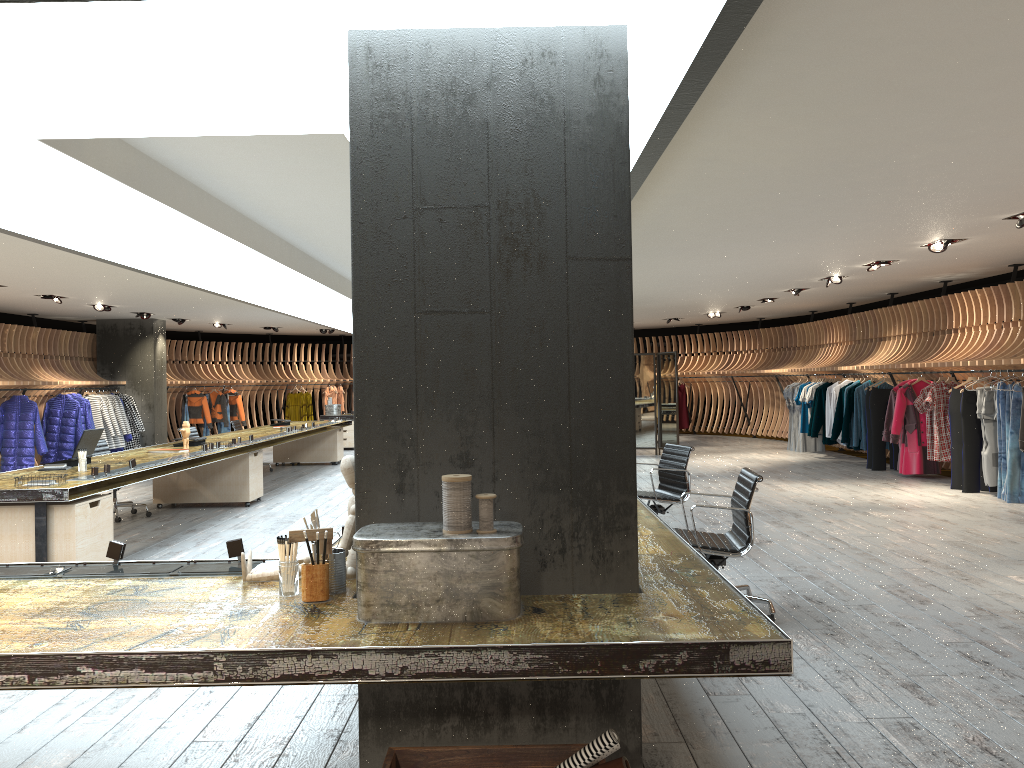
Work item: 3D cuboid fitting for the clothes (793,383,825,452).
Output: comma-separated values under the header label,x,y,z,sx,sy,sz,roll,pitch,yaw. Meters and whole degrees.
label,x,y,z,sx,sy,sz,roll,pitch,yaw
clothes,5.560,0.687,16.562,0.677,1.435,0.203,-1,-1,-15

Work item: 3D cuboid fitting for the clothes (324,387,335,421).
label,x,y,z,sx,sy,sz,roll,pitch,yaw
clothes,-4.751,0.640,23.170,0.447,1.156,0.125,-2,-1,35

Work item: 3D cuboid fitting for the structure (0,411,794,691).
label,x,y,z,sx,sy,sz,roll,pitch,yaw
structure,-1.698,0.990,10.933,4.836,0.844,18.473,-1,0,0

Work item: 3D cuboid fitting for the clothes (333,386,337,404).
label,x,y,z,sx,sy,sz,roll,pitch,yaw
clothes,-4.654,0.638,23.236,0.125,1.156,0.447,-1,-1,-30

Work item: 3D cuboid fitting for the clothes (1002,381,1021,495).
label,x,y,z,sx,sy,sz,roll,pitch,yaw
clothes,5.578,0.618,9.758,0.277,1.292,0.316,0,-1,-36

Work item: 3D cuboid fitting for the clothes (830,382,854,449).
label,x,y,z,sx,sy,sz,roll,pitch,yaw
clothes,5.564,0.499,14.207,0.913,1.081,0.238,-1,-1,5

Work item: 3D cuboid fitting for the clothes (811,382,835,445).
label,x,y,z,sx,sy,sz,roll,pitch,yaw
clothes,5.564,0.499,15.149,0.913,1.081,0.238,-1,-1,5

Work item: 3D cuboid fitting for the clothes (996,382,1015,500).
label,x,y,z,sx,sy,sz,roll,pitch,yaw
clothes,5.543,0.731,9.903,0.277,1.543,0.316,-1,-1,-1

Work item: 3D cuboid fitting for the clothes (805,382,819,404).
label,x,y,z,sx,sy,sz,roll,pitch,yaw
clothes,5.592,0.421,15.781,0.742,0.939,0.162,-1,-1,-6

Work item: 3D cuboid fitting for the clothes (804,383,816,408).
label,x,y,z,sx,sy,sz,roll,pitch,yaw
clothes,5.594,0.438,15.922,0.743,0.961,0.167,-1,-1,-6

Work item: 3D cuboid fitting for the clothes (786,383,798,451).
label,x,y,z,sx,sy,sz,roll,pitch,yaw
clothes,5.562,0.686,16.838,0.677,1.435,0.203,-1,-1,-10

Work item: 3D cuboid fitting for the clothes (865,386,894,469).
label,x,y,z,sx,sy,sz,roll,pitch,yaw
clothes,5.571,0.707,13.252,0.539,1.353,0.087,-1,-1,25

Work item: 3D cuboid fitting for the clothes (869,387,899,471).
label,x,y,z,sx,sy,sz,roll,pitch,yaw
clothes,5.553,0.708,13.060,0.539,1.353,0.087,-1,-1,5

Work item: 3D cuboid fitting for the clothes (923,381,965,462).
label,x,y,z,sx,sy,sz,roll,pitch,yaw
clothes,5.534,0.474,11.174,0.760,1.030,0.179,-1,-1,-14

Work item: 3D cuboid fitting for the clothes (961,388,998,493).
label,x,y,z,sx,sy,sz,roll,pitch,yaw
clothes,5.570,0.715,10.464,0.539,1.353,0.087,-1,-1,0

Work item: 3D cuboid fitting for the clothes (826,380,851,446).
label,x,y,z,sx,sy,sz,roll,pitch,yaw
clothes,5.590,0.479,14.732,0.733,1.106,0.165,-1,-1,5

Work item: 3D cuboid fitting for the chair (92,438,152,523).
label,x,y,z,sx,sy,sz,roll,pitch,yaw
chair,-4.291,1.034,9.679,0.667,0.860,0.693,-1,0,-9

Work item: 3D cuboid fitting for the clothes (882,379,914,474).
label,x,y,z,sx,sy,sz,roll,pitch,yaw
clothes,5.562,0.584,12.304,0.840,1.312,0.321,-1,-1,-1

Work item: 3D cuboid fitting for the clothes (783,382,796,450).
label,x,y,z,sx,sy,sz,roll,pitch,yaw
clothes,5.561,0.686,16.979,0.677,1.435,0.204,-1,-1,15

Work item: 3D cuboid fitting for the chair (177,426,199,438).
label,x,y,z,sx,sy,sz,roll,pitch,yaw
chair,-4.256,1.026,12.325,0.667,0.860,0.693,-1,0,-4

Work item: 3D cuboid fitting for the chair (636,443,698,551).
label,x,y,z,sx,sy,sz,roll,pitch,yaw
chair,1.139,0.940,7.300,0.667,0.860,0.693,-1,0,-24

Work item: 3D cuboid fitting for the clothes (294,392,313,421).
label,x,y,z,sx,sy,sz,roll,pitch,yaw
clothes,-5.363,0.717,22.683,0.664,1.045,0.168,-1,-1,31

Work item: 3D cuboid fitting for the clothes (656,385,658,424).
label,x,y,z,sx,sy,sz,roll,pitch,yaw
clothes,3.689,0.509,22.294,0.777,1.053,0.151,-1,-1,0

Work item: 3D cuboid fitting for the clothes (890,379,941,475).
label,x,y,z,sx,sy,sz,roll,pitch,yaw
clothes,5.560,0.585,12.014,0.839,1.312,0.321,-1,-1,9

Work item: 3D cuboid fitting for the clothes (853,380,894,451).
label,x,y,z,sx,sy,sz,roll,pitch,yaw
clothes,5.576,0.472,13.538,0.715,1.088,0.257,-1,-1,6

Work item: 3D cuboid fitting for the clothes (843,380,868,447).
label,x,y,z,sx,sy,sz,roll,pitch,yaw
clothes,5.576,0.471,13.977,0.715,1.088,0.257,-1,-1,-4

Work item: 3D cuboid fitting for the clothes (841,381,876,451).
label,x,y,z,sx,sy,sz,roll,pitch,yaw
clothes,5.570,0.499,13.852,0.913,1.081,0.238,-1,-1,0

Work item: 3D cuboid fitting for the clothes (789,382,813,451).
label,x,y,z,sx,sy,sz,roll,pitch,yaw
clothes,5.561,0.687,16.697,0.677,1.435,0.204,-1,-1,15

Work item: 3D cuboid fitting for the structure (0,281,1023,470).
label,x,y,z,sx,sy,sz,roll,pitch,yaw
structure,-1.063,0.124,6.875,14.882,2.440,36.549,-1,0,0

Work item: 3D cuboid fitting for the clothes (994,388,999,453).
label,x,y,z,sx,sy,sz,roll,pitch,yaw
clothes,5.577,0.602,10.048,0.273,1.143,0.170,0,-1,-43

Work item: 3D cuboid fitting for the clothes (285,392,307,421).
label,x,y,z,sx,sy,sz,roll,pitch,yaw
clothes,-5.494,0.719,22.556,0.664,1.045,0.168,-1,-1,31

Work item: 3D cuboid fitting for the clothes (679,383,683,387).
label,x,y,z,sx,sy,sz,roll,pitch,yaw
clothes,4.108,0.544,21.864,0.444,1.129,0.126,-1,-1,-3

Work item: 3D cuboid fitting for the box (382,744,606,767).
label,x,y,z,sx,sy,sz,roll,pitch,yaw
box,-0.051,1.267,2.590,0.664,0.282,0.341,-1,0,0

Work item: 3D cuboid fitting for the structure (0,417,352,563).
label,x,y,z,sx,sy,sz,roll,pitch,yaw
structure,-3.535,1.023,11.148,1.162,0.844,10.450,-1,0,0

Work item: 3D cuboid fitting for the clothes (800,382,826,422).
label,x,y,z,sx,sy,sz,roll,pitch,yaw
clothes,5.562,0.424,15.973,0.743,0.931,0.158,-1,-1,4

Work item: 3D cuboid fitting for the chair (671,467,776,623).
label,x,y,z,sx,sy,sz,roll,pitch,yaw
chair,1.145,0.946,5.222,0.667,0.860,0.693,-1,0,-4

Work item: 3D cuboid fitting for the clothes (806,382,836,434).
label,x,y,z,sx,sy,sz,roll,pitch,yaw
clothes,5.533,0.424,15.517,0.734,0.938,0.164,-1,-1,4

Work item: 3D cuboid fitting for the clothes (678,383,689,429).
label,x,y,z,sx,sy,sz,roll,pitch,yaw
clothes,4.157,0.543,21.785,0.444,1.129,0.126,-1,-1,-28

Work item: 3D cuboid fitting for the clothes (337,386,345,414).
label,x,y,z,sx,sy,sz,roll,pitch,yaw
clothes,-4.512,0.636,23.320,0.125,1.156,0.447,0,-1,-35

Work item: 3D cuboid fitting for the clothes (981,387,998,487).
label,x,y,z,sx,sy,sz,roll,pitch,yaw
clothes,5.521,0.601,10.155,0.278,1.141,0.172,-1,-1,7

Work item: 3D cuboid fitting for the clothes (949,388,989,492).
label,x,y,z,sx,sy,sz,roll,pitch,yaw
clothes,5.552,0.714,10.667,0.539,1.353,0.087,-2,-1,40

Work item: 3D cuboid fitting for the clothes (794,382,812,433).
label,x,y,z,sx,sy,sz,roll,pitch,yaw
clothes,5.506,0.440,16.117,0.738,0.971,0.167,-1,-1,9

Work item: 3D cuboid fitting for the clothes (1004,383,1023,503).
label,x,y,z,sx,sy,sz,roll,pitch,yaw
clothes,5.524,0.739,9.611,0.373,1.537,0.312,-1,-1,11

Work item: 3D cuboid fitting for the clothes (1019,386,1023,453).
label,x,y,z,sx,sy,sz,roll,pitch,yaw
clothes,5.521,0.392,9.327,0.278,0.767,0.263,-1,-1,7

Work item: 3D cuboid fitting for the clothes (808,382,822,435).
label,x,y,z,sx,sy,sz,roll,pitch,yaw
clothes,5.549,0.439,15.703,0.742,0.950,0.167,-1,-1,-16

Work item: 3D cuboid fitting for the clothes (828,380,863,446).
label,x,y,z,sx,sy,sz,roll,pitch,yaw
clothes,5.533,0.480,14.542,0.733,1.106,0.165,-1,-1,0

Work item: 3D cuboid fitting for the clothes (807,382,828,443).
label,x,y,z,sx,sy,sz,roll,pitch,yaw
clothes,5.565,0.499,15.358,0.913,1.081,0.238,-1,-1,0

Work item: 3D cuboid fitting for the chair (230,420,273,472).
label,x,y,z,sx,sy,sz,roll,pitch,yaw
chair,-4.264,1.019,14.535,0.667,0.860,0.693,-1,0,-14

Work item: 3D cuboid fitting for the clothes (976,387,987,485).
label,x,y,z,sx,sy,sz,roll,pitch,yaw
clothes,5.534,0.602,10.262,0.273,1.143,0.170,-2,-1,32

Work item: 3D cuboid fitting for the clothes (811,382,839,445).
label,x,y,z,sx,sy,sz,roll,pitch,yaw
clothes,5.572,0.499,15.236,0.913,1.081,0.238,-1,-1,0

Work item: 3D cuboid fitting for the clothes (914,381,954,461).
label,x,y,z,sx,sy,sz,roll,pitch,yaw
clothes,5.550,0.476,11.397,0.760,1.020,0.187,-1,-1,1
